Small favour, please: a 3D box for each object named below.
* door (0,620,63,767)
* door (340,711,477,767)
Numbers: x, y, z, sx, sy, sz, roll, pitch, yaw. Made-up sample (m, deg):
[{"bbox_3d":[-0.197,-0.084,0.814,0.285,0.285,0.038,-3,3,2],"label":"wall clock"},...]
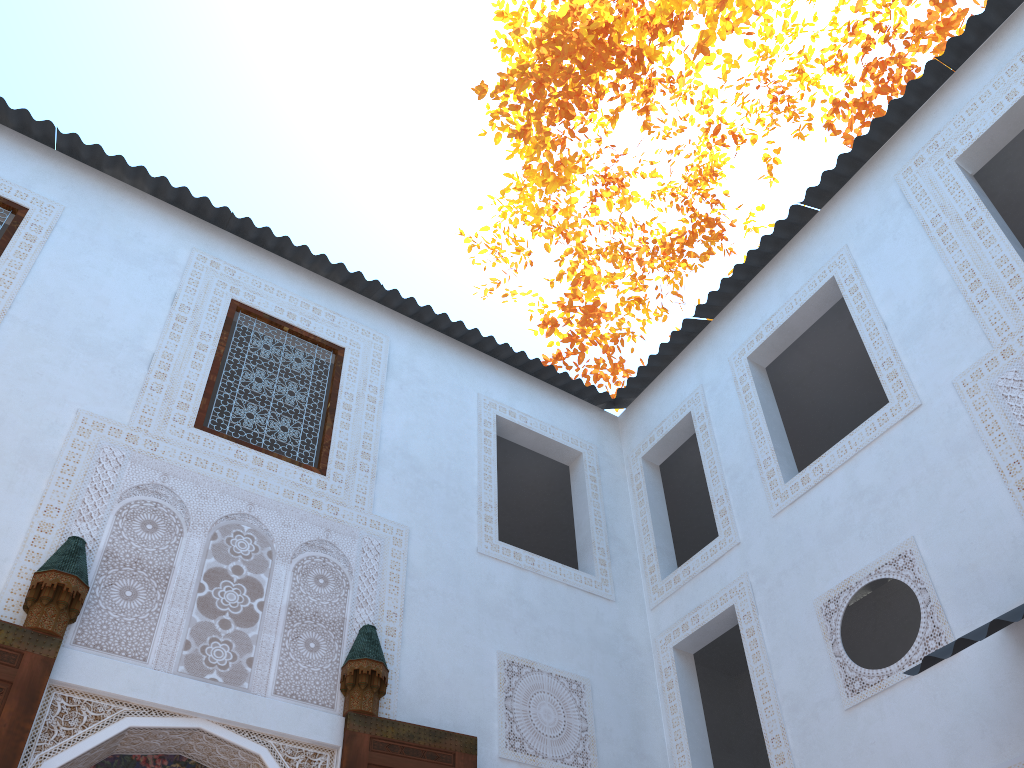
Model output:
[{"bbox_3d":[-1.777,1.618,2.145,0.601,2.324,0.130,29,-51,-28],"label":"door"},{"bbox_3d":[-0.386,2.264,2.845,0.593,2.324,0.131,20,-48,-22],"label":"door"}]
